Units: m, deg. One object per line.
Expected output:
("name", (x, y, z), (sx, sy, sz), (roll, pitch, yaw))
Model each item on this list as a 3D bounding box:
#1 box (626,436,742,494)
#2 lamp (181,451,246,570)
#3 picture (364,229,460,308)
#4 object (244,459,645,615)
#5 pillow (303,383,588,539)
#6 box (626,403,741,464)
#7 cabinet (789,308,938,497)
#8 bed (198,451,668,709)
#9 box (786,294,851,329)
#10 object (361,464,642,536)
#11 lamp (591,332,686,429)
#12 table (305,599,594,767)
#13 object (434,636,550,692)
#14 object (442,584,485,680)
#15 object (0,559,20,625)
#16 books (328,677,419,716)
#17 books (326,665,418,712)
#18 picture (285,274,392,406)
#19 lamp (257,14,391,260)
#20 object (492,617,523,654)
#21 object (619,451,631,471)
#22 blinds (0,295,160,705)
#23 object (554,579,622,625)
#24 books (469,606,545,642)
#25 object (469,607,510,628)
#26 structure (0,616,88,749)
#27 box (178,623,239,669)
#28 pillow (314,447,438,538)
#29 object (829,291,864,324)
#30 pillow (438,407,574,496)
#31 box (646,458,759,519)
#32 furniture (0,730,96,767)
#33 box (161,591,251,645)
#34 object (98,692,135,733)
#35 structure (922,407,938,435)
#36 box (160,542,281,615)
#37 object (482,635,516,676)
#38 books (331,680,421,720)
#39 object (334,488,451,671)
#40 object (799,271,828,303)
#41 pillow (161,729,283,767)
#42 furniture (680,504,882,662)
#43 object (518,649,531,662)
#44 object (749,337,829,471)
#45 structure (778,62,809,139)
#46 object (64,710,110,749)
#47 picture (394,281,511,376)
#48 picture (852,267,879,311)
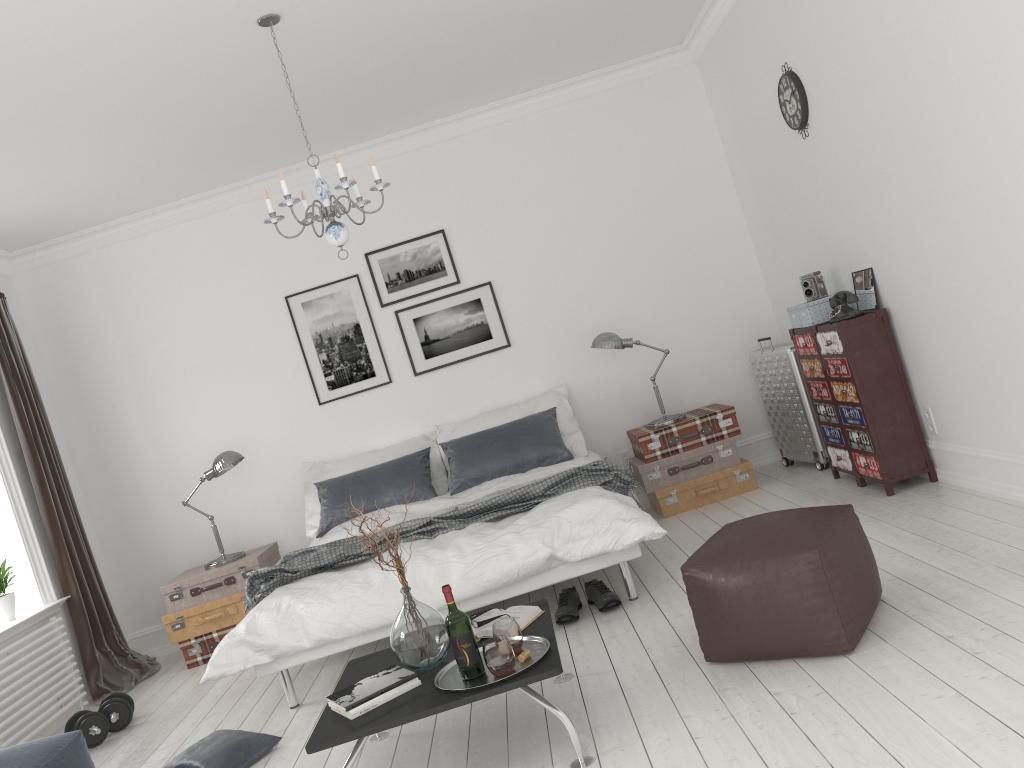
("box", (1.134, 0.516, 5.901), (0.647, 0.185, 0.537), (-17, 1, -1))
("lamp", (-1.915, 0.819, 5.854), (0.488, 0.699, 0.269), (-17, 1, -1))
("picture", (-0.709, -0.822, 6.317), (0.592, 0.403, 0.015), (-17, 1, -1))
("object", (-0.373, 0.836, 4.473), (2.154, 0.377, 0.536), (-17, 1, 2))
("pillow", (-0.481, 0.518, 6.053), (1.965, 0.529, 0.465), (-17, 1, -1))
("box", (1.133, 0.323, 5.903), (0.647, 0.185, 0.537), (-17, 1, -1))
("cabinet", (1.920, 0.091, 4.935), (0.281, 0.942, 0.762), (-17, 1, -1))
("bed", (-0.396, 0.818, 5.117), (2.217, 0.926, 2.473), (-17, 1, 0))
("box", (1.765, -0.421, 5.102), (0.242, 0.131, 0.332), (-17, 1, -1))
("object", (-0.367, 0.936, 4.846), (2.236, 0.500, 0.521), (-17, 1, 2))
("lamp", (0.840, -0.047, 5.882), (0.488, 0.699, 0.269), (-17, 1, -1))
("table", (-0.198, 1.120, 3.082), (0.833, 0.313, 0.824), (-17, 1, -1))
("object", (-0.129, 0.955, 2.976), (0.395, 0.063, 0.622), (-18, 2, -42))
("object", (-0.168, 0.791, 2.849), (0.081, 0.303, 0.081), (-17, 1, 16))
("object", (-3.039, 1.227, 5.225), (0.284, 0.369, 0.215), (-18, 1, -22))
("books", (-0.460, 1.019, 2.938), (0.254, 0.014, 0.191), (-18, 1, -33))
("books", (-0.465, 1.006, 2.945), (0.257, 0.012, 0.207), (-18, 1, -30))
("picture", (-1.235, -0.314, 6.317), (0.545, 0.810, 0.015), (-17, 1, -1))
("lamp", (-0.918, -1.094, 3.972), (0.594, 1.123, 0.528), (-17, 1, -1))
("object", (-0.013, 0.844, 2.957), (0.095, 0.106, 0.095), (-17, 1, 11))
("object", (0.824, 0.554, 6.366), (0.070, 0.140, 0.009), (-17, 1, -1))
("blinds", (-2.889, 0.659, 5.775), (0.327, 2.680, 0.779), (-18, 1, -6))
("object", (0.344, 1.022, 4.210), (0.322, 0.127, 0.300), (-17, 1, -1))
("books", (-0.077, 0.893, 3.300), (0.342, 0.040, 0.231), (-17, 1, 31))
("object", (-0.088, 0.865, 3.296), (0.135, 0.030, 0.141), (-18, 1, -16))
("structure", (-2.685, 1.734, 4.946), (0.114, 0.670, 0.887), (-17, 1, 0))
("box", (-1.788, 1.627, 5.875), (0.647, 0.185, 0.537), (-17, 1, -1))
("pillow", (-0.900, 0.710, 5.840), (0.837, 0.329, 0.405), (-17, 1, 0))
("object", (1.773, -0.420, 4.739), (0.181, 0.155, 0.216), (-17, 1, 29))
("pillow", (-0.048, 0.441, 5.840), (0.842, 0.339, 0.405), (-17, 1, 0))
("box", (1.244, 0.675, 5.906), (0.647, 0.185, 0.537), (-17, 1, -1))
("furniture", (-1.902, 1.594, 3.278), (0.646, 0.423, 0.646), (-17, 1, 1))
("box", (-1.891, 1.467, 5.866), (0.647, 0.185, 0.537), (-17, 1, -1))
("object", (-2.131, 1.765, 4.770), (0.179, 0.179, 0.326), (-18, 1, -21))
("structure", (2.118, 0.187, 4.497), (0.009, 0.140, 0.070), (-17, 1, -1))
("box", (-1.901, 1.278, 5.863), (0.647, 0.185, 0.537), (-17, 1, -1))
("object", (-0.040, 0.856, 2.787), (0.095, 0.106, 0.095), (-17, 1, 11))
("books", (-0.452, 1.031, 2.940), (0.259, 0.014, 0.191), (-18, 1, -31))
("object", (-0.418, 0.676, 3.067), (0.291, 0.666, 0.313), (-18, 1, -38))
("object", (1.725, -0.559, 5.083), (0.117, 0.157, 0.121), (-18, 2, -41))
("pillow", (-1.217, 1.521, 3.624), (0.381, 0.121, 0.391), (-17, 1, 30))
("furniture", (0.973, 0.692, 3.224), (0.646, 0.423, 0.646), (-17, 1, 33))
("object", (0.040, 0.873, 2.848), (0.024, 0.024, 0.046), (-17, 1, 29))
("object", (1.871, 0.102, 5.885), (0.208, 0.902, 0.647), (-18, 1, -11))
("structure", (1.548, -1.559, 4.905), (0.043, 0.427, 0.330), (-17, 1, -1))
("object", (-2.207, 1.792, 4.606), (0.326, 0.179, 0.179), (-16, 2, 44))
("picture", (-0.422, -0.393, 6.329), (0.720, 0.486, 0.015), (-17, 1, -1))
("picture", (1.884, -0.500, 4.736), (0.037, 0.218, 0.254), (-17, 1, -1))
